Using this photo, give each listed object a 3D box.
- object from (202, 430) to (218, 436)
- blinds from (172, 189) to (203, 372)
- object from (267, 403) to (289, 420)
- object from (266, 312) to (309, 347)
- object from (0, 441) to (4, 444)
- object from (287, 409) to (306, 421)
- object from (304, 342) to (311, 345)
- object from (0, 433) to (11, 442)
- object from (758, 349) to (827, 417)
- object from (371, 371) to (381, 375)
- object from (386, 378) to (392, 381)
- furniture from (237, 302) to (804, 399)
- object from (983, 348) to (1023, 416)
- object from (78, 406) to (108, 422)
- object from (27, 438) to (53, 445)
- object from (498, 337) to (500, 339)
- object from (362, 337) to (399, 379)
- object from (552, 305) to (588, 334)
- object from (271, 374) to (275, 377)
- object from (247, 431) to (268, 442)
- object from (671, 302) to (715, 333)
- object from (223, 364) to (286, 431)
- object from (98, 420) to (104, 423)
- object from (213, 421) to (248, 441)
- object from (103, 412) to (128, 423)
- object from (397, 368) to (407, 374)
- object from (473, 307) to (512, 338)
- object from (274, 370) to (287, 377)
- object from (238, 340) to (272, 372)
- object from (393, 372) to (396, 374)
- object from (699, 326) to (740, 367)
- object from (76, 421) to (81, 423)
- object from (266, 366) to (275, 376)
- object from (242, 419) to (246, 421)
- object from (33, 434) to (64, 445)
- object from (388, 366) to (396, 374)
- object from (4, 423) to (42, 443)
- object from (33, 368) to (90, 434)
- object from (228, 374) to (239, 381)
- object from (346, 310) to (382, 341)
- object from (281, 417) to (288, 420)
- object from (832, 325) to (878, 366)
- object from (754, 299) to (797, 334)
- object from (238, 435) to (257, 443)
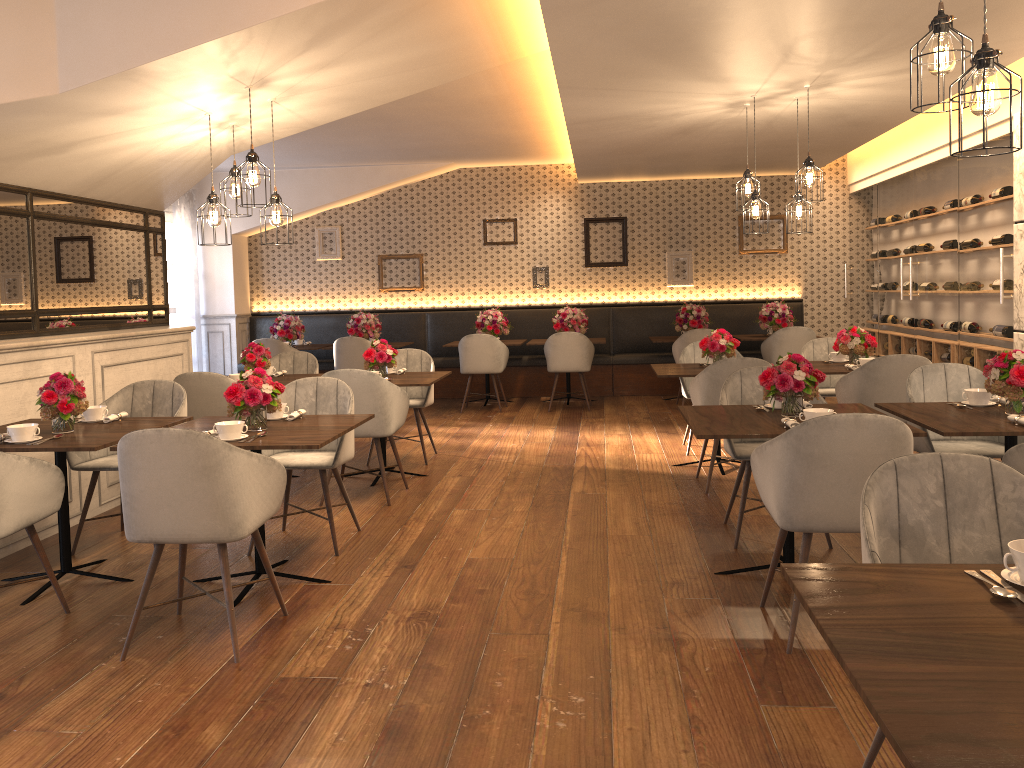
[{"bbox_3d":[-1.320,0.221,3.805,0.056,0.039,0.176,-1,6,6],"label":"object"},{"bbox_3d":[-3.998,-1.078,10.936,0.134,2.691,0.620,-1,3,6],"label":"blinds"},{"bbox_3d":[-1.182,0.137,4.401,0.148,0.072,0.148,-4,6,-27],"label":"object"},{"bbox_3d":[-2.702,-0.655,10.652,0.421,0.424,0.406,-5,6,-42],"label":"object"},{"bbox_3d":[-2.225,0.242,3.907,0.025,0.024,0.193,-1,6,6],"label":"object"},{"bbox_3d":[-1.068,0.152,4.391,0.056,0.039,0.176,-1,6,6],"label":"object"},{"bbox_3d":[-2.544,-0.506,11.023,0.056,0.039,0.176,-1,6,6],"label":"object"},{"bbox_3d":[-2.260,0.237,3.900,0.056,0.039,0.176,-1,6,6],"label":"object"},{"bbox_3d":[1.274,-0.005,4.015,0.305,0.300,0.235,-3,4,-16],"label":"object"},{"bbox_3d":[-0.975,-0.047,6.099,0.148,0.072,0.148,-4,6,-27],"label":"object"},{"bbox_3d":[-0.868,-0.023,6.109,0.043,0.015,0.198,-1,6,10],"label":"object"},{"bbox_3d":[0.067,-0.387,11.107,7.086,1.079,0.543,-1,3,6],"label":"furniture"},{"bbox_3d":[2.218,-0.018,3.889,0.234,0.300,0.306,-1,4,8],"label":"object"},{"bbox_3d":[-2.122,0.153,4.497,0.148,0.072,0.148,-4,6,-27],"label":"object"},{"bbox_3d":[-2.066,0.248,3.908,0.022,0.004,0.211,-1,6,6],"label":"object"},{"bbox_3d":[-0.180,-0.546,10.783,0.056,0.039,0.176,-1,6,6],"label":"object"},{"bbox_3d":[-0.937,-0.190,6.355,0.234,0.300,0.306,0,5,25],"label":"object"},{"bbox_3d":[0.680,-0.712,10.292,0.419,0.424,0.407,-1,4,8],"label":"object"},{"bbox_3d":[-1.811,-0.073,6.787,0.025,0.024,0.193,-1,6,6],"label":"object"},{"bbox_3d":[-1.100,0.227,3.803,0.043,0.015,0.198,-1,6,10],"label":"object"},{"bbox_3d":[2.068,-0.737,10.164,0.421,0.424,0.406,-5,6,-42],"label":"object"},{"bbox_3d":[-1.169,0.059,4.048,0.234,0.300,0.306,0,5,25],"label":"object"},{"bbox_3d":[-2.043,0.177,4.481,0.025,0.024,0.193,-1,6,6],"label":"object"},{"bbox_3d":[-1.207,0.202,3.793,0.148,0.072,0.148,-4,6,-27],"label":"object"},{"bbox_3d":[-2.008,0.168,4.486,0.056,0.039,0.176,-1,6,6],"label":"object"},{"bbox_3d":[-0.836,-0.097,6.697,0.056,0.039,0.176,-1,6,6],"label":"object"},{"bbox_3d":[-0.237,-0.706,10.486,0.421,0.424,0.406,-5,6,-40],"label":"object"},{"bbox_3d":[-1.776,-0.081,6.793,0.056,0.039,0.176,-1,6,6],"label":"object"},{"bbox_3d":[-1.872,-0.173,6.438,0.234,0.300,0.306,-3,5,-19],"label":"object"},{"bbox_3d":[-0.871,-0.089,6.692,0.025,0.024,0.193,-1,6,6],"label":"object"},{"bbox_3d":[1.522,-0.272,6.479,0.305,0.300,0.235,-3,4,-16],"label":"object"},{"bbox_3d":[-2.201,0.192,4.480,0.022,0.004,0.211,-1,6,6],"label":"object"},{"bbox_3d":[-1.890,-0.096,6.803,0.148,0.072,0.148,-4,6,-27],"label":"object"},{"bbox_3d":[-1.296,0.170,4.395,0.043,0.015,0.198,-1,6,2],"label":"object"},{"bbox_3d":[-2.040,0.243,3.898,0.043,0.015,0.198,-1,6,10],"label":"object"},{"bbox_3d":[-0.950,-0.112,6.708,0.148,0.072,0.148,-4,6,-27],"label":"object"},{"bbox_3d":[-2.147,0.218,3.888,0.148,0.072,0.148,-4,6,-27],"label":"object"},{"bbox_3d":[-2.104,0.076,4.131,0.234,0.300,0.306,-3,5,-19],"label":"object"},{"bbox_3d":[-1.915,-0.032,6.195,0.148,0.072,0.148,-4,6,-27],"label":"object"},{"bbox_3d":[-1.760,-0.671,10.551,0.420,0.424,0.407,-2,4,-6],"label":"object"},{"bbox_3d":[-1.103,0.161,4.385,0.025,0.024,0.193,-1,6,6],"label":"object"},{"bbox_3d":[2.463,-0.284,6.352,0.305,0.300,0.235,1,5,27],"label":"object"},{"bbox_3d":[3.004,-0.754,10.080,0.421,0.424,0.406,-5,6,-40],"label":"object"},{"bbox_3d":[-1.126,0.233,3.812,0.022,0.004,0.211,-1,6,6],"label":"object"}]
